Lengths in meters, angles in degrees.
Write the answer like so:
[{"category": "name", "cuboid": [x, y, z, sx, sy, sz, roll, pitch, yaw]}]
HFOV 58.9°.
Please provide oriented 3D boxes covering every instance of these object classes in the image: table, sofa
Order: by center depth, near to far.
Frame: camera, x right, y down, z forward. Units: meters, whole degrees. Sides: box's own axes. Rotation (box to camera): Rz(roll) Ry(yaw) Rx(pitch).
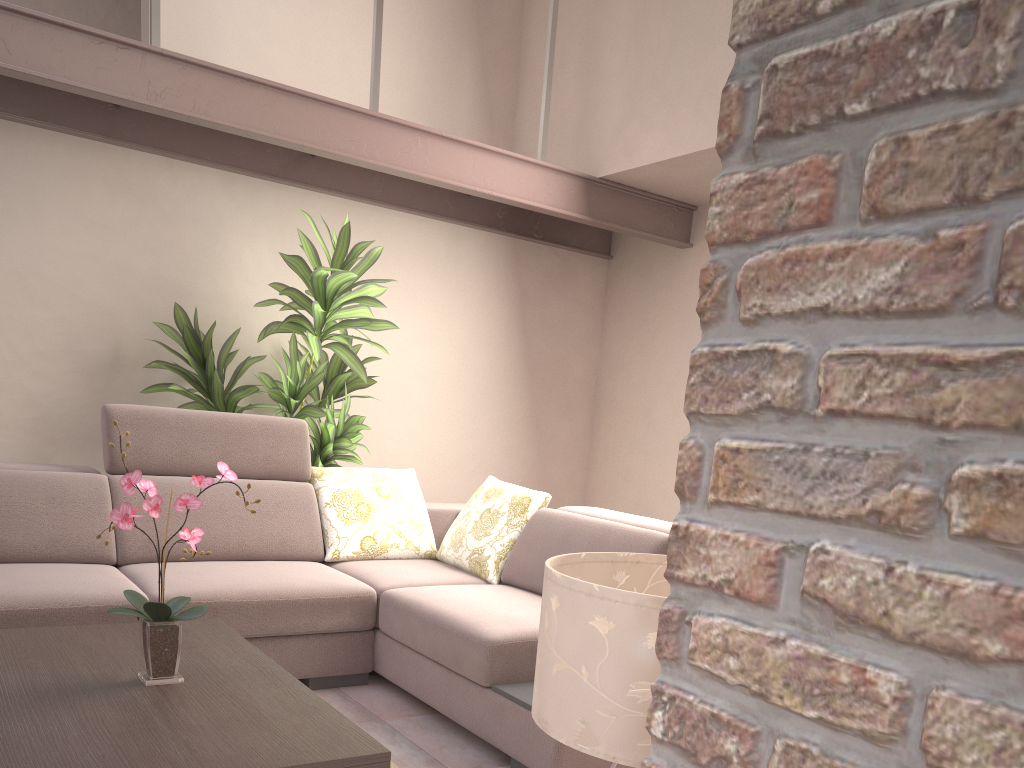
[{"category": "table", "cuboid": [-0.874, 0.871, 2.128, 0.713, 0.361, 1.150, 5, -1, -34]}, {"category": "sofa", "cuboid": [-0.902, 0.594, 2.931, 3.192, 0.980, 2.074, 6, 0, -34]}]

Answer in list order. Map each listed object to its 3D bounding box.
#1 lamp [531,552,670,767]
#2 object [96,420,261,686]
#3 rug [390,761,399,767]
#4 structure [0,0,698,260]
[{"category": "lamp", "cuboid": [0.202, 0.685, 1.291, 0.390, 0.883, 0.390, -2, 11, -34]}, {"category": "object", "cuboid": [-0.781, 0.393, 2.042, 0.301, 0.621, 0.352, -3, 11, -39]}, {"category": "rug", "cuboid": [-1.146, 1.017, 1.987, 2.109, 0.009, 0.827, 7, -3, -34]}, {"category": "structure", "cuboid": [-1.400, -0.651, 2.074, 7.279, 3.346, 3.619, 5, 3, -34]}]
